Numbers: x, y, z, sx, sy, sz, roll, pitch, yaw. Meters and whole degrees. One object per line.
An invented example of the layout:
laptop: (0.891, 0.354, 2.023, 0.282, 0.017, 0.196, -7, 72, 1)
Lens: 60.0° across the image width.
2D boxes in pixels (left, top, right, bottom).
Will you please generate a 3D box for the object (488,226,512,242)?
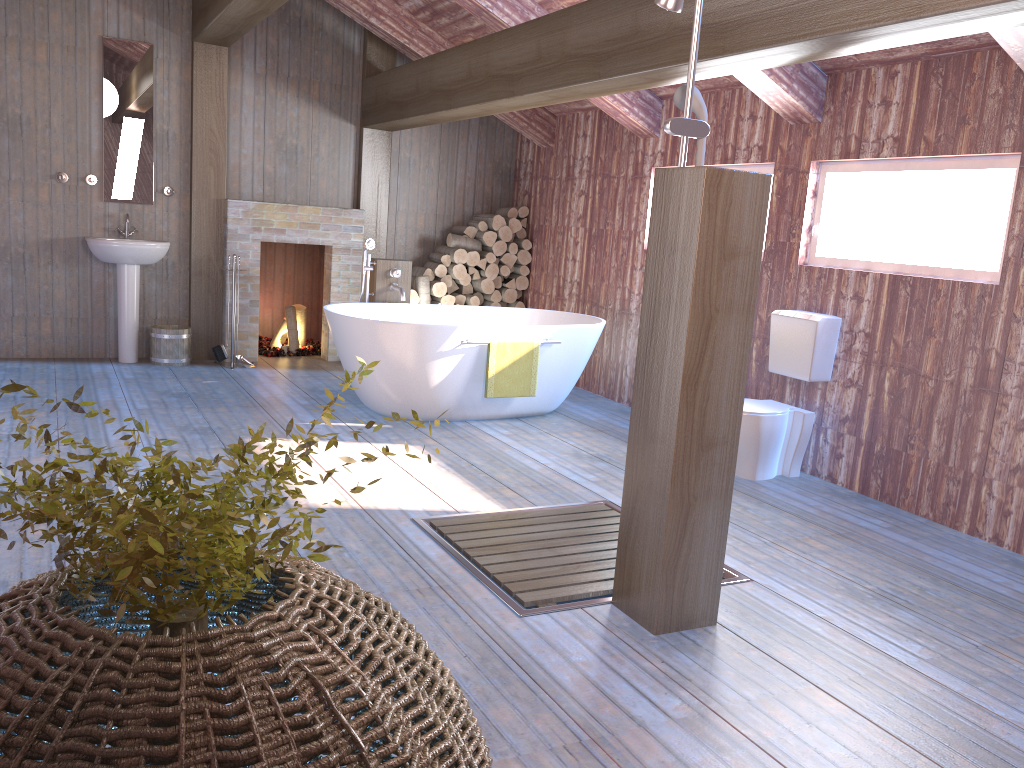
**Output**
object: (-0.162, -1.369, 8.025, 0.141, 0.143, 0.437, -1, 12, -29)

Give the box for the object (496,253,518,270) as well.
object: (-0.133, -1.140, 8.123, 0.172, 0.151, 0.482, -1, 11, -26)

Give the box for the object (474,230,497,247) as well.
object: (-0.296, -1.324, 7.984, 0.139, 0.148, 0.458, -1, 11, -27)

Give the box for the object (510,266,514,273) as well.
object: (-0.058, -1.074, 8.194, 0.088, 0.092, 0.280, -1, 11, -27)

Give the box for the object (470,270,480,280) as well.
object: (-0.371, -0.998, 7.999, 0.085, 0.096, 0.280, -1, 11, -27)

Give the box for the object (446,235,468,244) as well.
object: (-0.488, -1.280, 7.982, 0.113, 0.130, 0.291, -1, 11, -26)

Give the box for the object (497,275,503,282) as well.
object: (-0.145, -0.970, 8.105, 0.065, 0.069, 0.177, -1, 11, -28)

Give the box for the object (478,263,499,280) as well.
object: (-0.273, -1.031, 8.040, 0.136, 0.157, 0.439, -1, 11, -27)

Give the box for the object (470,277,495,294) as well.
object: (-0.320, -0.908, 8.041, 0.141, 0.143, 0.437, -1, 12, -29)

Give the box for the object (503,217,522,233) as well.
object: (-0.070, -1.450, 8.079, 0.133, 0.142, 0.456, -1, 11, -26)

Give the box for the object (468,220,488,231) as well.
object: (-0.305, -1.415, 7.927, 0.094, 0.097, 0.227, -1, 11, -27)

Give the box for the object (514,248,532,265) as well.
object: (0.017, -1.184, 8.162, 0.147, 0.152, 0.439, -1, 11, -27)

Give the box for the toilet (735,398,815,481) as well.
toilet: (1.333, 0.309, 4.931, 0.534, 0.400, 0.375, -1, 11, -27)

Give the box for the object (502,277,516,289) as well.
object: (-0.103, -0.947, 8.147, 0.115, 0.112, 0.423, -1, 11, -27)

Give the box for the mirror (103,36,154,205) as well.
mirror: (-2.911, -1.980, 6.731, 0.350, 1.199, 0.009, -1, 11, -28)

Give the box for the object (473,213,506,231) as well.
object: (-0.209, -1.462, 8.001, 0.135, 0.139, 0.456, -1, 11, -26)

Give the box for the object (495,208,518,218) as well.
object: (-0.052, -1.549, 8.083, 0.104, 0.121, 0.270, -1, 11, -26)

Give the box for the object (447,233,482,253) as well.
object: (-0.421, -1.238, 7.799, 0.302, 0.157, 0.121, -1, 11, -27)

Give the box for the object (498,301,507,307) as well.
object: (-0.176, -0.736, 8.269, 0.118, 0.106, 0.319, -1, 12, -30)

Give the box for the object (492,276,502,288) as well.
object: (-0.208, -0.943, 8.076, 0.111, 0.118, 0.302, -1, 11, -28)

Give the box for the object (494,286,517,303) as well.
object: (-0.115, -0.833, 8.174, 0.137, 0.133, 0.437, -1, 12, -29)

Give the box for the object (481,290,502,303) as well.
object: (-0.213, -0.816, 8.089, 0.114, 0.113, 0.301, -1, 12, -30)

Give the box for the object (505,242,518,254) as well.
object: (-0.082, -1.249, 8.091, 0.089, 0.106, 0.437, -1, 11, -26)

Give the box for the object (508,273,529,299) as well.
object: (-0.009, -0.905, 8.216, 0.137, 0.256, 0.439, -1, 11, -27)

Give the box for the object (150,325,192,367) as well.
object: (-2.674, -0.303, 6.953, 0.309, 0.290, 0.308, 1, 11, -17)

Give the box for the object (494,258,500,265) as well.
object: (-0.210, -1.107, 8.031, 0.095, 0.090, 0.278, -1, 11, -26)

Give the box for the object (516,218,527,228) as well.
object: (0.034, -1.493, 8.160, 0.081, 0.100, 0.281, -1, 11, -28)

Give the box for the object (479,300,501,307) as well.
object: (-0.217, -0.709, 8.105, 0.116, 0.117, 0.289, -1, 12, -30)

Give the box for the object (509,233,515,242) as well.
object: (-0.103, -1.351, 8.175, 0.132, 0.119, 0.319, -1, 11, -26)

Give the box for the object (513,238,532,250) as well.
object: (0.038, -1.294, 8.145, 0.102, 0.109, 0.438, -1, 11, -27)

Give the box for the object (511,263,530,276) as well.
object: (0.017, -1.067, 8.184, 0.102, 0.109, 0.438, -1, 11, -27)

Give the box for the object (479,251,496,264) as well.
object: (-0.281, -1.156, 8.004, 0.102, 0.109, 0.438, -1, 11, -27)

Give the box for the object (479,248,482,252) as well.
object: (-0.386, -1.235, 8.047, 0.121, 0.124, 0.291, -1, 11, -27)

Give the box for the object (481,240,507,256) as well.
object: (-0.207, -1.235, 8.030, 0.143, 0.151, 0.440, -1, 11, -27)

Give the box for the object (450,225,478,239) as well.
object: (-0.435, -1.365, 7.993, 0.140, 0.121, 0.319, -1, 11, -26)

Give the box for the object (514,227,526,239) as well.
object: (0.026, -1.395, 8.159, 0.107, 0.115, 0.269, -1, 11, -26)

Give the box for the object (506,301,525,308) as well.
object: (-0.038, -0.724, 8.254, 0.139, 0.137, 0.455, -1, 12, -29)

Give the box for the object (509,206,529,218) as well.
object: (0.044, -1.574, 8.129, 0.112, 0.113, 0.271, -1, 11, -27)

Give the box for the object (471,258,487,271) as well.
object: (-0.366, -1.085, 7.975, 0.109, 0.124, 0.424, -1, 11, -28)

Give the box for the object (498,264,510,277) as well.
object: (-0.156, -1.054, 8.094, 0.102, 0.109, 0.438, -1, 11, -27)
